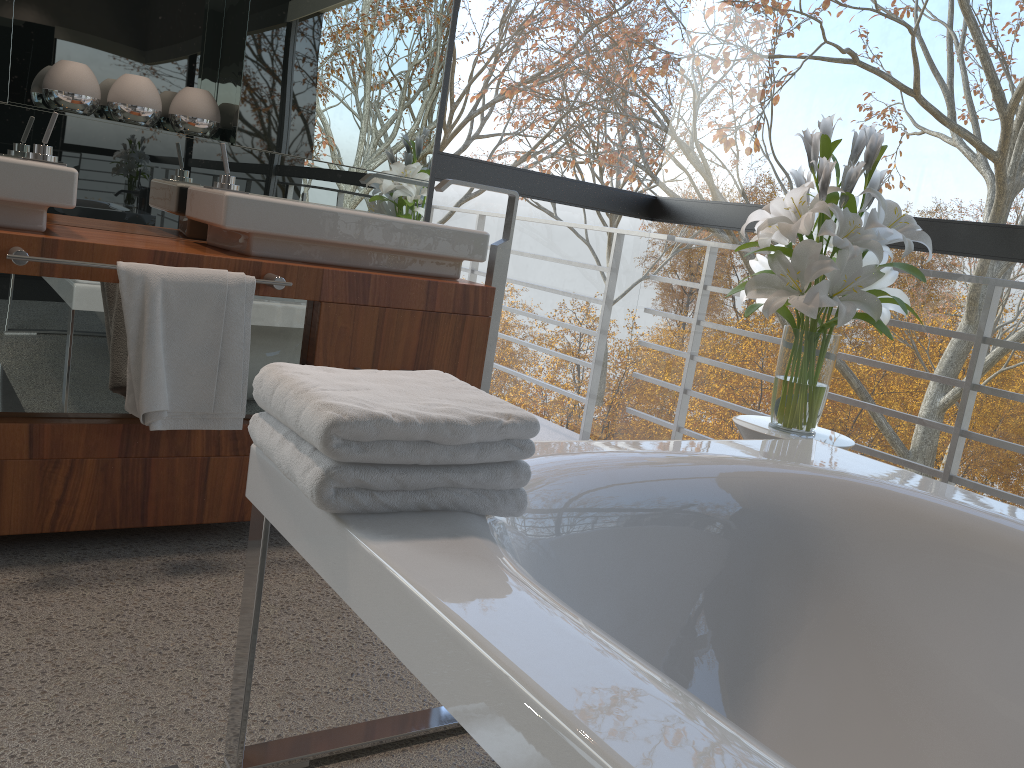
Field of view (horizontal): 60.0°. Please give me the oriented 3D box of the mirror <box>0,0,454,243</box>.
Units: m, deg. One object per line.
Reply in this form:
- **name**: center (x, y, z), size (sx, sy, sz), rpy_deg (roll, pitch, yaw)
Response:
- **mirror**: center (-0.977, -1.203, 2.309), size (1.790, 1.615, 0.253), rpy_deg (2, 11, -35)

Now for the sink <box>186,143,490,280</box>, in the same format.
- **sink**: center (-0.464, -0.464, 2.440), size (0.750, 0.265, 0.353), rpy_deg (2, 12, -35)

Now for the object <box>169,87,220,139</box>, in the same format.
- **object**: center (-0.884, -0.755, 2.474), size (0.136, 0.130, 0.136), rpy_deg (10, 9, 7)

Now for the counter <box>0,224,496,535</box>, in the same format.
- **counter**: center (-0.959, 0.002, 2.164), size (1.848, 0.703, 0.525), rpy_deg (2, 11, -35)

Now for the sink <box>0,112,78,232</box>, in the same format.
- **sink**: center (-1.336, -0.497, 1.835), size (0.750, 0.265, 0.353), rpy_deg (2, 12, -35)

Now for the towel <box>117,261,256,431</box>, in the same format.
- **towel**: center (-0.727, -0.076, 1.966), size (0.302, 0.368, 0.080), rpy_deg (3, 11, -34)

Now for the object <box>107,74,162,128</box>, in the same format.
- **object**: center (-1.013, -0.760, 2.384), size (0.136, 0.130, 0.136), rpy_deg (10, 9, 7)

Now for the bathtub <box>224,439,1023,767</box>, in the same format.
- **bathtub**: center (0.656, 0.571, 0.944), size (1.327, 0.503, 1.961), rpy_deg (2, 12, -35)

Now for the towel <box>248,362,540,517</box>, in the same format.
- **towel**: center (-0.174, 0.073, 1.233), size (0.305, 0.145, 0.322), rpy_deg (3, 11, -32)

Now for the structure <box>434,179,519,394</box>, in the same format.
- **structure**: center (-0.162, -0.108, 2.704), size (0.303, 0.987, 0.069), rpy_deg (3, 11, -35)

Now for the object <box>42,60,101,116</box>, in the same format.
- **object**: center (-1.139, -0.765, 2.297), size (0.136, 0.130, 0.136), rpy_deg (10, 9, 7)

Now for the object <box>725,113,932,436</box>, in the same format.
- **object**: center (0.774, -0.272, 2.234), size (0.459, 0.794, 0.450), rpy_deg (8, 9, -8)

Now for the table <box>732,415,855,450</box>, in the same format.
- **table**: center (0.689, 0.352, 2.328), size (0.308, 0.478, 0.307), rpy_deg (16, 12, 38)
